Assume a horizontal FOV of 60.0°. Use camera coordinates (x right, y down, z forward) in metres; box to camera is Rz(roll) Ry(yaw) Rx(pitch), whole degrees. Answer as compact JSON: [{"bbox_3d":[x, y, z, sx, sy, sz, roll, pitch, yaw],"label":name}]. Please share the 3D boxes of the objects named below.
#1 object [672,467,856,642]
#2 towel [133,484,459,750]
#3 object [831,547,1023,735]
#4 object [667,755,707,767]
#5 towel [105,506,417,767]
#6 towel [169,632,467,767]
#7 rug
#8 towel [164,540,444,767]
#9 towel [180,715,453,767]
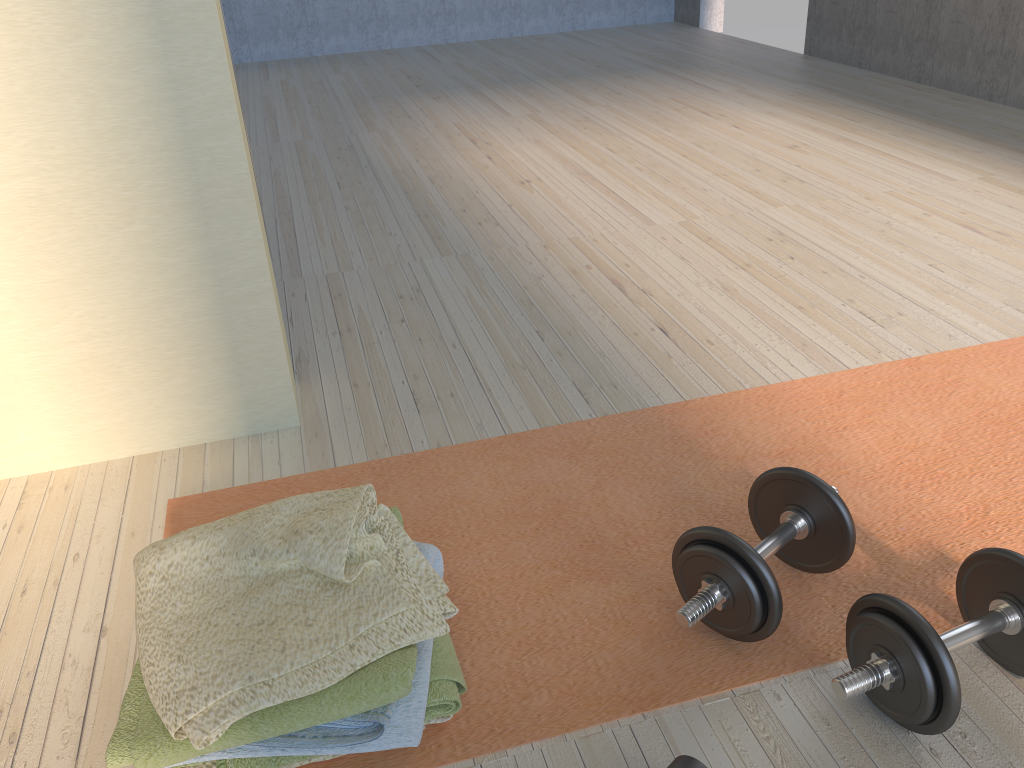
[{"bbox_3d":[0.363,0.241,1.279,0.385,0.176,0.176,-27,36,-36],"label":"object"},{"bbox_3d":[-0.305,0.263,1.174,0.384,0.123,0.373,-19,32,-26],"label":"towel"},{"bbox_3d":[0.568,0.322,1.128,0.385,0.176,0.176,-14,31,-19],"label":"object"},{"bbox_3d":[0.471,0.442,0.321,1.312,0.746,0.505,23,38,39],"label":"object"},{"bbox_3d":[-0.318,0.323,1.181,0.376,0.085,0.371,-8,29,-7],"label":"towel"},{"bbox_3d":[-0.283,0.357,1.242,0.380,0.081,0.367,-11,30,-14],"label":"towel"},{"bbox_3d":[0.799,0.136,1.612,2.779,0.002,0.716,-10,30,-12],"label":"rug"},{"bbox_3d":[-0.295,0.346,1.211,0.383,0.078,0.383,-2,29,3],"label":"towel"},{"bbox_3d":[-0.302,0.377,1.256,0.376,0.044,0.371,-11,30,-13],"label":"towel"}]
